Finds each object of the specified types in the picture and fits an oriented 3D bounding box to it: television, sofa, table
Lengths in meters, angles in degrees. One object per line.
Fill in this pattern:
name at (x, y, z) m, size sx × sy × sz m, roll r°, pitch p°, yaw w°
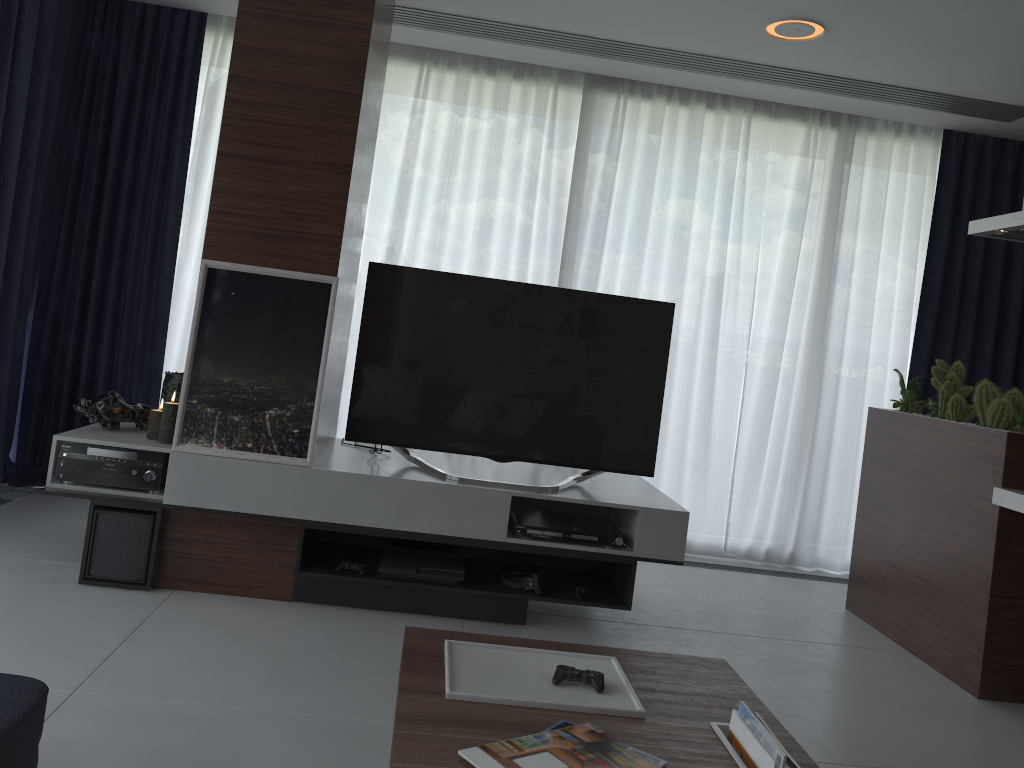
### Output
television at (-0.004, -0.013, 3.510) m, size 1.229 × 0.788 × 0.297 m, roll 7°, pitch -1°, yaw -5°
sofa at (-0.381, 0.675, 0.832) m, size 2.869 × 0.609 × 1.901 m, roll 7°, pitch 2°, yaw -5°
table at (0.150, 0.825, 1.767) m, size 0.799 × 0.353 × 0.806 m, roll 7°, pitch 2°, yaw -5°

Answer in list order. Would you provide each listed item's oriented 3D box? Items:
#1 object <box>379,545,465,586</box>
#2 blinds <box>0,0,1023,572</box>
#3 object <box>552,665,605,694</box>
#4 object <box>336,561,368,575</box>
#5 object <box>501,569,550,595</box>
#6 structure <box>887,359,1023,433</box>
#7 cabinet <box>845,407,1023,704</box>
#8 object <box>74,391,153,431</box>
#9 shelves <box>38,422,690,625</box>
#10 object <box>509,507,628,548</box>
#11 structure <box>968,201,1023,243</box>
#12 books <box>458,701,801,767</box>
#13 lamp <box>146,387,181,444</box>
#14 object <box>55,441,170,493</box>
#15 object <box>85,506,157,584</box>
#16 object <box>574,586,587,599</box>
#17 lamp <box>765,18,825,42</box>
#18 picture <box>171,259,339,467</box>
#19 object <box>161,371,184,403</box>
object at (-0.344, 0.689, 3.390) m, size 0.314 × 0.067 × 0.314 m, roll 7°, pitch 3°, yaw -5°
blinds at (0.480, -0.337, 1.495) m, size 5.796 × 2.776 × 7.140 m, roll 7°, pitch 2°, yaw -1°
object at (0.146, 0.629, 1.902) m, size 0.112 × 0.036 × 0.070 m, roll 8°, pitch 2°, yaw 8°
object at (-0.592, 0.678, 3.283) m, size 0.112 × 0.036 × 0.070 m, roll 8°, pitch 2°, yaw 8°
object at (0.047, 0.738, 3.370) m, size 0.184 × 0.079 × 0.116 m, roll 8°, pitch 2°, yaw 25°
structure at (1.849, 0.031, 3.728) m, size 0.222 × 0.286 × 1.001 m, roll 7°, pitch 3°, yaw -3°
cabinet at (2.249, -0.052, 2.633) m, size 0.785 × 2.554 × 3.338 m, roll 8°, pitch 1°, yaw -5°
object at (-1.569, 0.104, 3.494) m, size 0.138 × 0.150 × 0.309 m, roll 8°, pitch 2°, yaw 42°
shelves at (-0.560, 0.556, 3.653) m, size 2.346 × 0.500 × 0.874 m, roll 7°, pitch 2°, yaw -5°
object at (0.205, 0.562, 3.452) m, size 0.430 × 0.053 × 0.336 m, roll 7°, pitch 3°, yaw -5°
structure at (2.377, -0.991, 3.516) m, size 0.446 × 0.761 × 1.045 m, roll 8°, pitch 1°, yaw -5°
books at (3.609, 1.119, 3.198) m, size 8.197 × 0.373 × 0.407 m, roll 6°, pitch 1°, yaw -26°
lamp at (-1.321, 0.113, 3.366) m, size 0.154 × 0.211 × 0.077 m, roll 7°, pitch -1°, yaw 43°
object at (-1.476, 0.296, 3.376) m, size 0.369 × 0.150 × 0.369 m, roll 7°, pitch 2°, yaw -5°
object at (-1.409, 0.574, 3.271) m, size 0.213 × 0.252 × 0.254 m, roll 7°, pitch 0°, yaw -5°
object at (0.260, 0.784, 3.327) m, size 0.044 × 0.043 × 0.043 m, roll 7°, pitch 0°, yaw -5°
lamp at (3.577, -1.093, 1.935) m, size 9.550 × 0.084 × 5.365 m, roll 6°, pitch 3°, yaw -19°
picture at (-0.932, -0.078, 3.229) m, size 0.500 × 0.702 × 0.053 m, roll 7°, pitch -2°, yaw -5°
object at (-1.436, 0.065, 3.835) m, size 0.167 × 0.229 × 0.169 m, roll 8°, pitch 0°, yaw -28°
